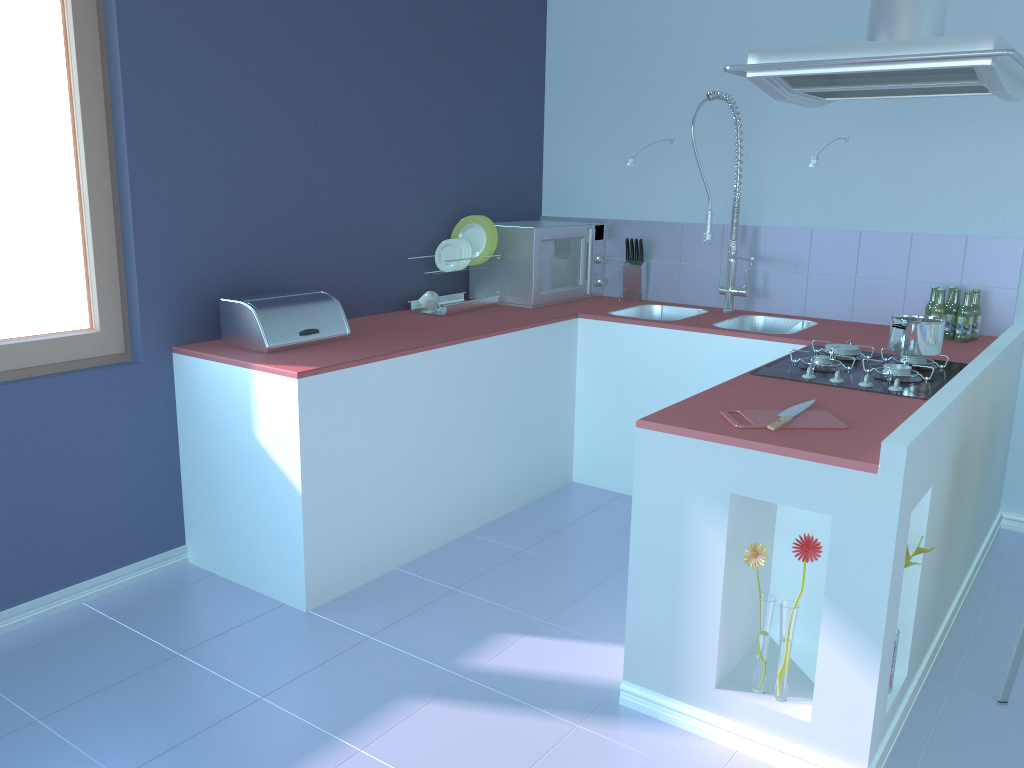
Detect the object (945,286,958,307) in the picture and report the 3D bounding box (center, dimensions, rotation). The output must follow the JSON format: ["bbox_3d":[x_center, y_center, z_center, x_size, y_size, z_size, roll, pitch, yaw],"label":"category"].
[{"bbox_3d":[1.649,-0.273,3.338,0.052,0.190,0.052,1,13,0],"label":"object"}]

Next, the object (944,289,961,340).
[{"bbox_3d":[1.635,-0.258,3.281,0.052,0.187,0.052,-8,16,-35],"label":"object"}]

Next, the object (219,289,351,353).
[{"bbox_3d":[-0.755,-0.218,2.981,0.235,0.153,0.364,10,16,35],"label":"object"}]

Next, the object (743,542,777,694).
[{"bbox_3d":[0.569,0.548,2.073,0.085,0.365,0.050,10,16,32],"label":"object"}]

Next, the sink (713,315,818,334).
[{"bbox_3d":[1.022,-0.159,3.594,0.326,0.172,0.428,10,16,34],"label":"sink"}]

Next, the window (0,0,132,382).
[{"bbox_3d":[-1.633,-0.562,2.109,0.142,1.263,1.475,10,16,34],"label":"window"}]

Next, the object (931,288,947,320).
[{"bbox_3d":[1.571,-0.257,3.265,0.052,0.190,0.052,1,13,0],"label":"object"}]

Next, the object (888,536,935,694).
[{"bbox_3d":[0.874,0.523,2.075,0.229,0.423,0.067,-5,14,-23],"label":"object"}]

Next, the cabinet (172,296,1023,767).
[{"bbox_3d":[0.408,0.196,3.185,2.200,0.800,2.139,10,16,34],"label":"cabinet"}]

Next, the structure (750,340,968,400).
[{"bbox_3d":[1.078,-0.067,2.719,0.500,0.047,0.600,10,16,34],"label":"structure"}]

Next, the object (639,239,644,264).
[{"bbox_3d":[0.598,-0.545,4.146,0.037,0.265,0.019,-12,18,-44],"label":"object"}]

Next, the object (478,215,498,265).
[{"bbox_3d":[-0.154,-0.628,3.875,0.220,0.214,0.053,9,15,31],"label":"object"}]

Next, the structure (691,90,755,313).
[{"bbox_3d":[0.909,-0.749,3.713,0.308,0.920,0.178,10,16,33],"label":"structure"}]

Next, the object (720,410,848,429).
[{"bbox_3d":[0.648,0.084,2.125,0.269,0.006,0.151,0,13,-3],"label":"object"}]

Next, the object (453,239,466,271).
[{"bbox_3d":[-0.253,-0.542,3.737,0.140,0.136,0.039,9,15,30],"label":"object"}]

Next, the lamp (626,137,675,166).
[{"bbox_3d":[0.608,-1.017,3.869,0.037,0.134,0.400,10,16,34],"label":"lamp"}]

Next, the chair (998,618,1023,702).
[{"bbox_3d":[1.460,0.535,2.019,0.387,0.695,0.484,1,13,-1],"label":"chair"}]

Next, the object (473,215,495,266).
[{"bbox_3d":[-0.165,-0.624,3.858,0.220,0.214,0.053,9,15,31],"label":"object"}]

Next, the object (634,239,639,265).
[{"bbox_3d":[0.579,-0.548,4.160,0.038,0.265,0.019,-12,18,-44],"label":"object"}]

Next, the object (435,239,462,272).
[{"bbox_3d":[-0.265,-0.538,3.717,0.140,0.136,0.039,9,15,30],"label":"object"}]

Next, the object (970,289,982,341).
[{"bbox_3d":[1.701,-0.254,3.269,0.052,0.187,0.052,-8,16,-35],"label":"object"}]

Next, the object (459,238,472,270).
[{"bbox_3d":[-0.227,-0.551,3.777,0.140,0.136,0.039,9,15,30],"label":"object"}]

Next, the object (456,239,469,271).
[{"bbox_3d":[-0.240,-0.546,3.757,0.140,0.136,0.039,9,15,30],"label":"object"}]

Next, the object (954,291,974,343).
[{"bbox_3d":[1.648,-0.245,3.224,0.052,0.187,0.052,-8,16,-35],"label":"object"}]

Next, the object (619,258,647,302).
[{"bbox_3d":[0.568,-0.492,4.173,0.100,0.200,0.109,10,16,34],"label":"object"}]

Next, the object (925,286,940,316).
[{"bbox_3d":[1.578,-0.272,3.328,0.052,0.190,0.052,1,13,0],"label":"object"}]

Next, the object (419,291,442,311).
[{"bbox_3d":[-0.348,-0.349,3.724,0.083,0.082,0.097,-4,14,-21],"label":"object"}]

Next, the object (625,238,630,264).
[{"bbox_3d":[0.542,-0.555,4.185,0.019,0.265,0.037,7,14,25],"label":"object"}]

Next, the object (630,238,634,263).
[{"bbox_3d":[0.560,-0.552,4.173,0.038,0.265,0.019,-12,18,-44],"label":"object"}]

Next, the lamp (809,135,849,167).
[{"bbox_3d":[1.231,-0.905,3.436,0.037,0.134,0.400,10,16,34],"label":"lamp"}]

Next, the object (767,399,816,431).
[{"bbox_3d":[0.683,0.068,2.167,0.041,0.009,0.375,9,15,31],"label":"object"}]

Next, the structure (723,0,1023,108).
[{"bbox_3d":[1.107,-1.280,2.431,0.695,0.962,0.895,10,16,34],"label":"structure"}]

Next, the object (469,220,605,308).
[{"bbox_3d":[0.135,-0.576,4.162,0.367,0.350,0.611,10,16,34],"label":"object"}]

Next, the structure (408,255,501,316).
[{"bbox_3d":[-0.239,-0.433,3.785,0.194,0.225,0.408,9,15,31],"label":"structure"}]

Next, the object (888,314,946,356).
[{"bbox_3d":[1.260,-0.153,2.765,0.157,0.106,0.170,5,14,18],"label":"object"}]

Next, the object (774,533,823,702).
[{"bbox_3d":[0.636,0.533,2.004,0.054,0.427,0.090,-4,14,-22],"label":"object"}]

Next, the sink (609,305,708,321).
[{"bbox_3d":[0.636,-0.228,3.862,0.326,0.172,0.428,10,16,34],"label":"sink"}]

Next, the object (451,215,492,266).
[{"bbox_3d":[-0.176,-0.621,3.841,0.220,0.214,0.053,9,15,31],"label":"object"}]
